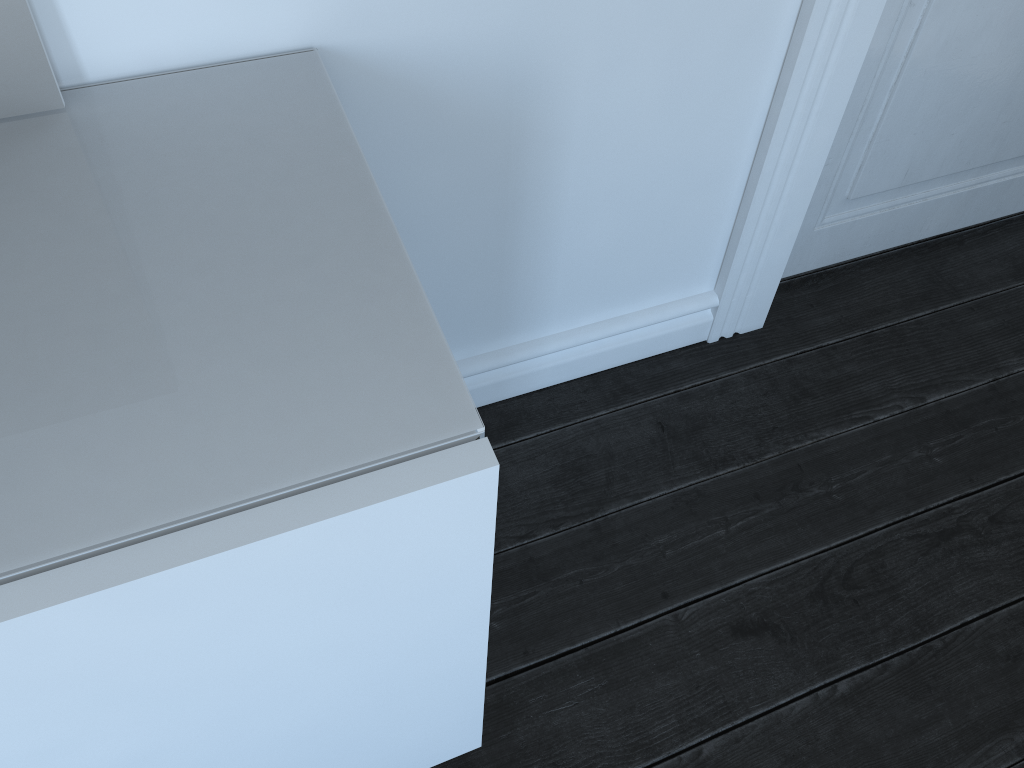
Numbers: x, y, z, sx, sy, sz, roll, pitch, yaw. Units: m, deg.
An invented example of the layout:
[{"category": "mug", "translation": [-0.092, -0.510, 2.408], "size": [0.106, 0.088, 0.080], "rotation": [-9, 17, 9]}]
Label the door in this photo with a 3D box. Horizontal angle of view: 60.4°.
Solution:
[{"category": "door", "translation": [0.945, -1.031, 0.967], "size": [1.179, 2.331, 0.122], "rotation": [-16, 52, -17]}]

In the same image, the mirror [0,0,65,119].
[{"category": "mirror", "translation": [-0.751, -0.345, 0.584], "size": [0.701, 0.473, 0.057], "rotation": [-16, 52, -17]}]

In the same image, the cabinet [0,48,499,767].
[{"category": "cabinet", "translation": [-0.675, 0.248, 0.849], "size": [1.210, 0.693, 0.620], "rotation": [-16, 52, -16]}]
